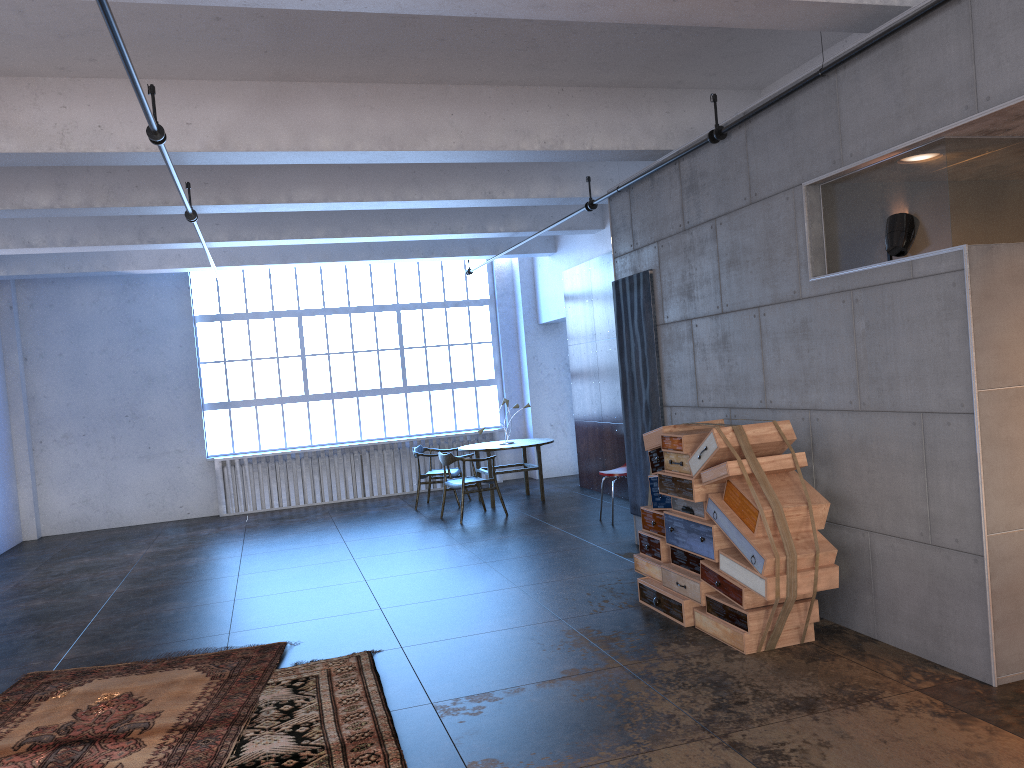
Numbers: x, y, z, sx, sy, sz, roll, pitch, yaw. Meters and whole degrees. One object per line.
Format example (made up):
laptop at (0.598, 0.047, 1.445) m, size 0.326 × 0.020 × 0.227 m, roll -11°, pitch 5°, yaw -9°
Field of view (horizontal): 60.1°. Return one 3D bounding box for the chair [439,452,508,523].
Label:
chair at (-0.513, 1.239, 10.970) m, size 0.685 × 0.865 × 0.715 m, roll -6°, pitch 2°, yaw -29°

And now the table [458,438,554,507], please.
table at (-0.043, 1.240, 12.110) m, size 1.288 × 0.852 × 1.331 m, roll -4°, pitch 1°, yaw 27°

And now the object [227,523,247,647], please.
object at (2.923, 1.600, 1.460) m, size 19.966 × 0.001 × 26.881 m, roll -5°, pitch 1°, yaw -16°

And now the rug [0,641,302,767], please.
rug at (-2.200, 1.835, 4.394) m, size 1.886 × 0.048 × 3.503 m, roll -5°, pitch 1°, yaw -6°

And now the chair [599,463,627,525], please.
chair at (1.306, 1.031, 9.883) m, size 0.663 × 0.988 × 0.422 m, roll -5°, pitch 2°, yaw -17°

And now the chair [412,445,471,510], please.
chair at (-0.990, 1.268, 12.276) m, size 0.668 × 0.865 × 0.732 m, roll -5°, pitch 1°, yaw 10°

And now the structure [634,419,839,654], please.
structure at (1.319, 0.892, 5.777) m, size 0.645 × 1.316 × 1.891 m, roll -5°, pitch 1°, yaw -16°

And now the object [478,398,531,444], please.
object at (-0.098, 0.499, 12.072) m, size 0.782 × 0.625 × 0.237 m, roll -5°, pitch 2°, yaw -15°

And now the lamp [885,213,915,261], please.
lamp at (2.091, -0.788, 4.761) m, size 0.216 × 0.259 × 0.168 m, roll -6°, pitch 2°, yaw -35°
